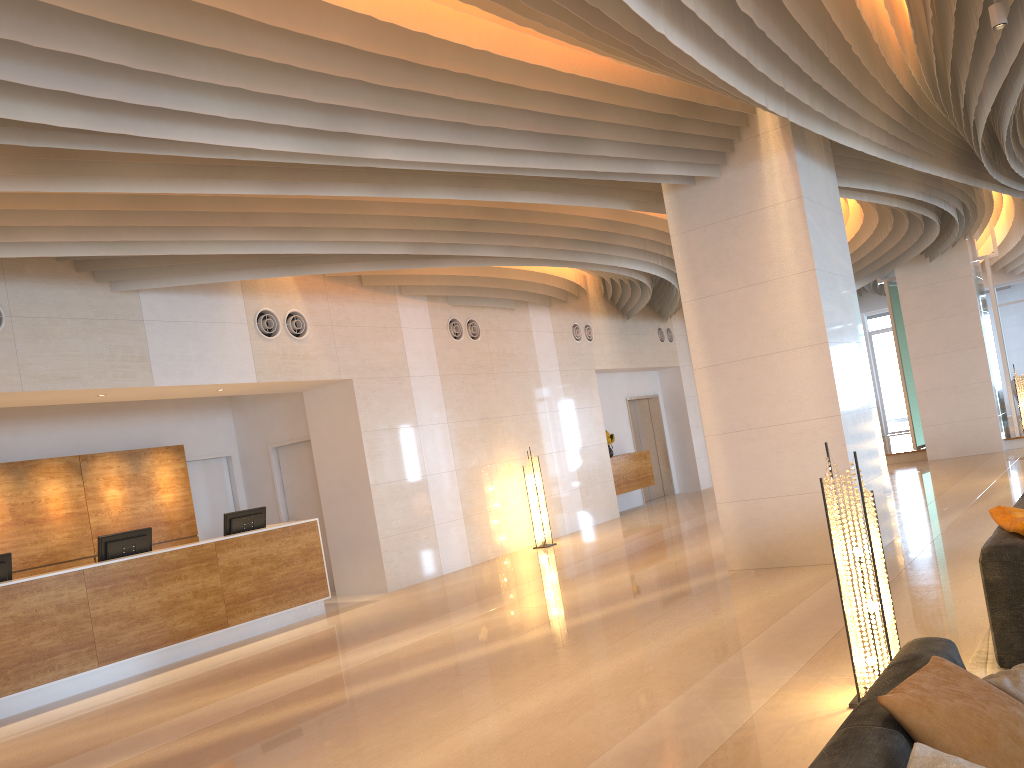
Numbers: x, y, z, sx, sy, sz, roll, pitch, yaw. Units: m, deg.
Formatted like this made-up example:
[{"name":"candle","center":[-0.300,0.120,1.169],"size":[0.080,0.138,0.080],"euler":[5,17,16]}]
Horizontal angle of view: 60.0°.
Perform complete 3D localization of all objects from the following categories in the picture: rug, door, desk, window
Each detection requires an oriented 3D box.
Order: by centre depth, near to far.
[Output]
[{"name":"window","center":[9.859,-1.835,3.840],"size":[22.146,3.214,54.596],"euler":[-10,-4,1]},{"name":"rug","center":[5.613,0.805,4.490],"size":[5.454,0.022,16.429],"euler":[-13,-5,35]},{"name":"desk","center":[-4.368,2.202,7.362],"size":[0.888,1.048,6.756],"euler":[-11,-5,35]},{"name":"door","center":[2.708,1.298,17.884],"size":[0.244,2.098,1.423],"euler":[-10,-2,35]},{"name":"door","center":[10.421,-0.122,23.438],"size":[1.443,2.767,0.061],"euler":[-11,-1,34]}]

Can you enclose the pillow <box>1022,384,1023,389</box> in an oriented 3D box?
[{"name":"pillow","center":[11.670,0.139,19.746],"size":[0.611,0.422,0.369],"euler":[-8,-3,-22]}]

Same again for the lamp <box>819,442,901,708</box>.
[{"name":"lamp","center":[1.599,0.852,4.058],"size":[0.247,1.196,0.253],"euler":[-10,-1,35]}]

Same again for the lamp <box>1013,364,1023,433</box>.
[{"name":"lamp","center":[6.557,0.448,11.225],"size":[0.247,1.449,0.253],"euler":[-10,-1,35]}]

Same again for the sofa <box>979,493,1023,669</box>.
[{"name":"sofa","center":[3.652,0.911,5.422],"size":[0.931,0.581,3.826],"euler":[-12,-5,35]}]

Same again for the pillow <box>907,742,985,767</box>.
[{"name":"pillow","center":[0.947,0.909,1.676],"size":[0.452,0.344,0.571],"euler":[-12,-4,33]}]

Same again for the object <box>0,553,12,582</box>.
[{"name":"object","center":[-4.387,1.657,7.331],"size":[0.350,0.434,0.543],"euler":[-11,-3,35]}]

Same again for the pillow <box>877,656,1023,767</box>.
[{"name":"pillow","center":[1.234,0.913,2.266],"size":[0.393,0.391,0.613],"euler":[-12,-4,37]}]

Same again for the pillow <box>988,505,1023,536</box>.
[{"name":"pillow","center":[2.762,0.789,4.428],"size":[0.544,0.377,0.643],"euler":[-10,-4,13]}]

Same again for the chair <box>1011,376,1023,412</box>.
[{"name":"chair","center":[11.757,0.246,19.504],"size":[1.526,1.004,1.132],"euler":[-9,-3,-13]}]

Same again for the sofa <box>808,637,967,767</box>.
[{"name":"sofa","center":[1.534,1.011,2.090],"size":[1.340,0.575,2.282],"euler":[-12,-5,35]}]

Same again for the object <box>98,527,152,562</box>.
[{"name":"object","center":[-3.632,1.614,8.410],"size":[0.350,0.434,0.543],"euler":[-11,-3,35]}]

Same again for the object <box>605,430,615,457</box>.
[{"name":"object","center":[1.726,1.064,15.830],"size":[0.263,0.496,0.238],"euler":[-10,-2,22]}]

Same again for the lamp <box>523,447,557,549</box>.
[{"name":"lamp","center":[0.352,1.621,12.737],"size":[0.247,1.449,0.253],"euler":[-10,-1,35]}]

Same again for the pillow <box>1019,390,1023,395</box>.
[{"name":"pillow","center":[11.421,0.173,19.421],"size":[0.629,0.454,0.467],"euler":[-7,-4,-39]}]

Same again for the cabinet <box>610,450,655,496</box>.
[{"name":"cabinet","center":[1.971,1.637,16.178],"size":[0.553,0.661,1.530],"euler":[-11,-4,35]}]

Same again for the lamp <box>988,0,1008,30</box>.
[{"name":"lamp","center":[2.911,-2.962,5.530],"size":[0.088,1.504,0.090],"euler":[-10,-1,26]}]

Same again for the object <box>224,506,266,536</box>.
[{"name":"object","center":[-2.836,1.568,9.547],"size":[0.350,0.434,0.543],"euler":[-11,-3,35]}]

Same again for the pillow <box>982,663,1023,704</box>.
[{"name":"pillow","center":[1.581,0.907,2.451],"size":[0.432,0.246,0.468],"euler":[-8,-4,-20]}]
